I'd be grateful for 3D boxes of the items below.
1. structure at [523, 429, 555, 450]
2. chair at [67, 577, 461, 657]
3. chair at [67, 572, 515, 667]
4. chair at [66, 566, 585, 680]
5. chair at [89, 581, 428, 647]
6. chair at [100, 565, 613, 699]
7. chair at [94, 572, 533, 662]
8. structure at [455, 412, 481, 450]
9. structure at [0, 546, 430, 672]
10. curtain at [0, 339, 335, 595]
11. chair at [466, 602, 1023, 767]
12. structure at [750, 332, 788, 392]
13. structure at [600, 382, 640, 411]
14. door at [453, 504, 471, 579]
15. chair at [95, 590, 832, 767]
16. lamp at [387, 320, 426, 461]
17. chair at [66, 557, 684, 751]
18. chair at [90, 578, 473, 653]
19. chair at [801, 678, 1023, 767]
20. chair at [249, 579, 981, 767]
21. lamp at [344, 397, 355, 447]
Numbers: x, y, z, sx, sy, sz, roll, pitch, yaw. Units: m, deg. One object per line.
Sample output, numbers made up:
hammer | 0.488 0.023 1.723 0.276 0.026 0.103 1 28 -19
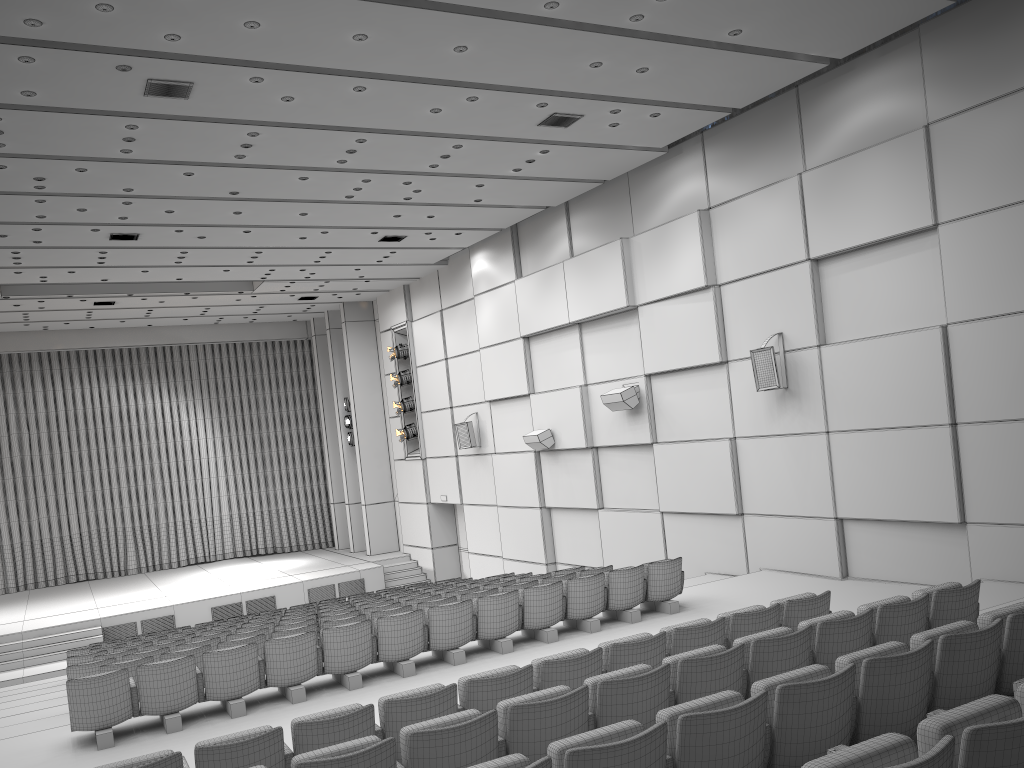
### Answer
structure | 0.534 0.995 16.346 0.469 0.417 0.522 -5 -2 -31
chair | -3.867 4.117 15.024 6.581 0.622 0.614 -5 -1 -28
chair | -2.883 3.609 13.067 6.581 0.622 0.614 -5 -1 -28
chair | -1.900 3.101 11.111 6.581 0.622 0.614 -5 -1 -28
chair | -4.315 4.368 16.032 6.033 0.622 0.614 -5 -1 -28
chair | -1.393 2.846 10.141 6.033 0.622 0.614 -5 -1 -28
chair | -2.376 3.354 12.097 6.033 0.622 0.614 -5 -1 -28
structure | -0.931 0.993 18.710 0.410 0.744 0.409 -6 0 20
structure | -10.924 5.520 20.170 17.768 0.846 8.346 -5 -3 -28
curtain | -12.803 2.154 22.864 16.084 6.521 1.433 -5 0 -28
chair | -2.289 1.931 2.333 13.162 0.622 0.614 -5 -2 -28
structure | 3.332 -0.285 11.501 0.410 0.744 0.409 -6 0 20
structure | 1.761 0.212 14.152 0.469 0.417 0.522 -5 -2 -32
door | -0.947 3.826 20.772 0.085 2.179 1.704 -7 0 -28
chair | -3.272 2.439 4.290 13.162 0.622 0.614 -5 -2 -28
lamp | -2.541 0.192 21.527 0.753 3.342 1.025 -7 1 -32
chair | -0.917 2.593 9.154 6.582 0.622 0.614 -5 -1 -28
chair | -3.360 3.862 14.054 6.033 0.622 0.614 -5 -1 -28
chair | -1.774 1.676 1.367 13.711 0.622 0.614 -5 -2 -28
chair | -2.757 2.183 3.324 13.711 0.622 0.614 -5 -2 -28
lamp | -4.233 0.998 23.510 0.435 1.479 0.386 -7 1 -32
